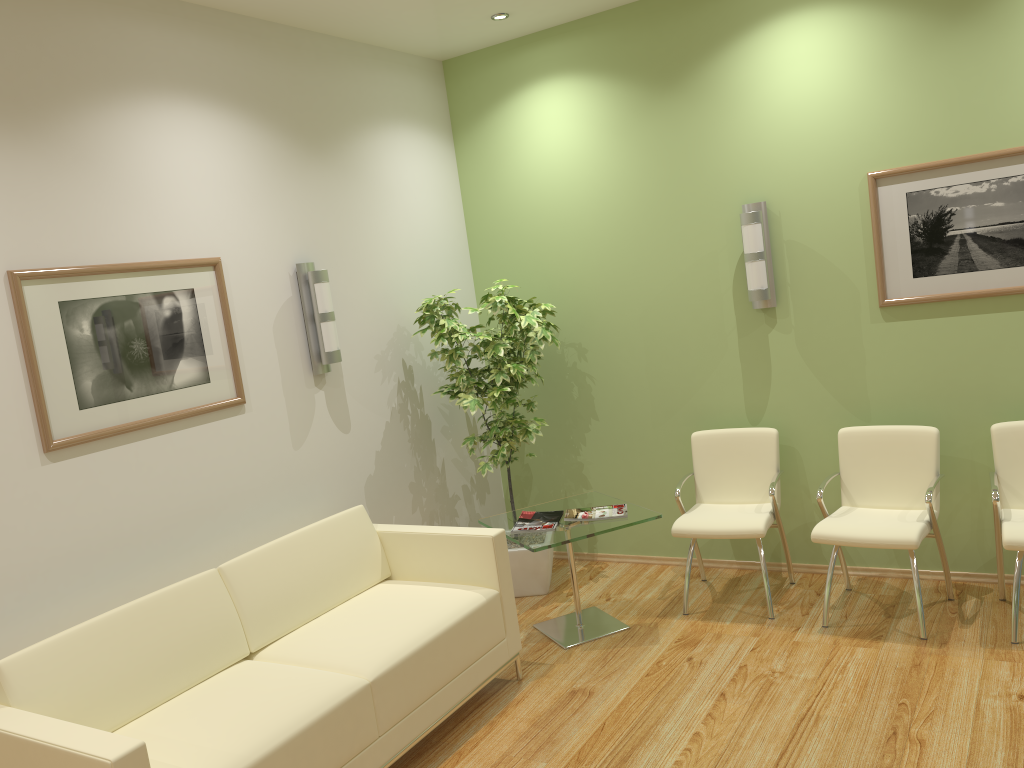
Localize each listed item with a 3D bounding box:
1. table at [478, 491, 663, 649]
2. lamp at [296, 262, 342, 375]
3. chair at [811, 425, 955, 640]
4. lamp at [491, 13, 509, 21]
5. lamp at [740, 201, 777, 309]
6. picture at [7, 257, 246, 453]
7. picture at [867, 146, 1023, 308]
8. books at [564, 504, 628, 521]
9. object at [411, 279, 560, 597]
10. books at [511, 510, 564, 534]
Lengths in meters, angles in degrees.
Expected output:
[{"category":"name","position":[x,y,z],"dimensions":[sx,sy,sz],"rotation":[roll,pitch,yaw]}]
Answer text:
[{"category":"table","position":[0.330,1.005,4.725],"dimensions":[0.736,0.614,0.736],"rotation":[-11,7,-23]},{"category":"lamp","position":[-0.992,-0.344,4.600],"dimensions":[0.142,0.580,0.134],"rotation":[-4,8,32]},{"category":"chair","position":[1.825,0.700,4.394],"dimensions":[0.536,0.881,0.650],"rotation":[-3,8,37]},{"category":"lamp","position":[-0.067,-2.056,4.968],"dimensions":[0.105,0.011,0.105],"rotation":[-12,8,-32]},{"category":"lamp","position":[1.344,-0.701,4.870],"dimensions":[0.134,0.580,0.142],"rotation":[-4,8,32]},{"category":"picture","position":[-1.572,-0.165,3.766],"dimensions":[0.025,0.700,1.000],"rotation":[-4,8,32]},{"category":"picture","position":[2.297,-0.772,4.340],"dimensions":[1.000,0.700,0.025],"rotation":[-4,8,32]},{"category":"books","position":[0.440,0.671,4.651],"dimensions":[0.328,0.031,0.230],"rotation":[-7,7,7]},{"category":"object","position":[-0.049,0.335,5.316],"dimensions":[0.668,1.900,0.943],"rotation":[-2,9,40]},{"category":"books","position":[0.135,0.714,4.641],"dimensions":[0.230,0.031,0.328],"rotation":[-6,7,12]}]
